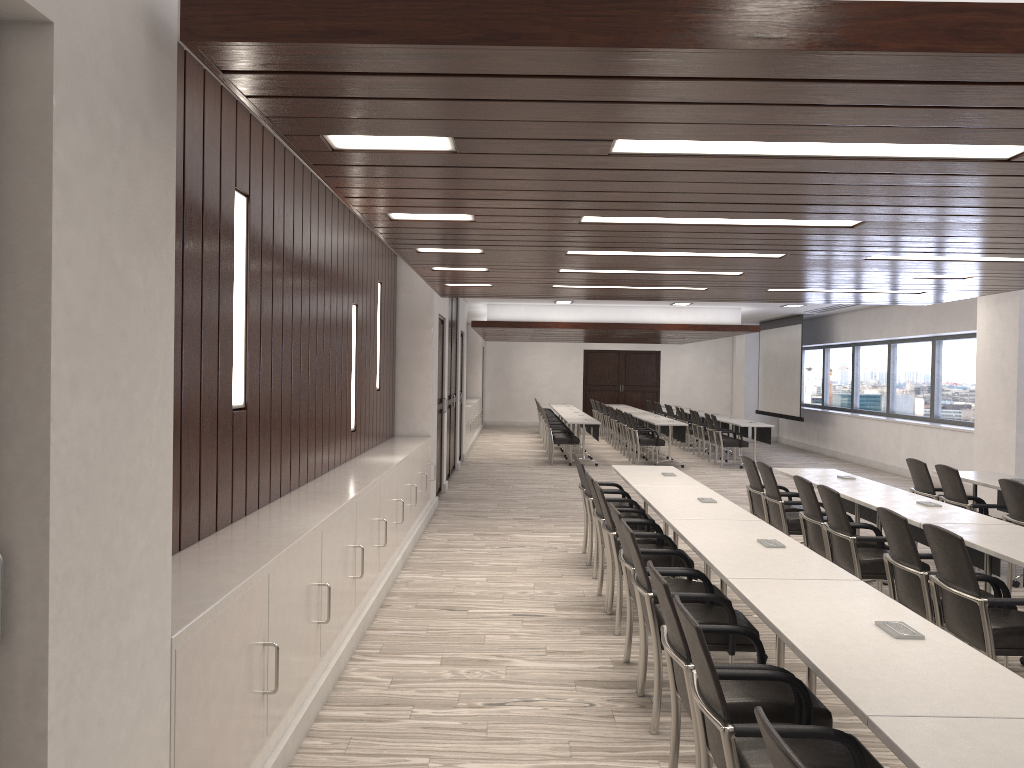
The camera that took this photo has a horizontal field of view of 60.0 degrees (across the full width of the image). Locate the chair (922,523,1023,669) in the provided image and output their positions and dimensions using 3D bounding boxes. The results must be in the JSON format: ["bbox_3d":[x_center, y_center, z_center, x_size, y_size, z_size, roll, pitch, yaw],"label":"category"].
[{"bbox_3d":[2.359,1.160,4.298,0.638,0.939,0.513,1,1,-1],"label":"chair"}]

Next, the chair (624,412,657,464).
[{"bbox_3d":[2.395,0.985,16.451,0.638,0.939,0.513,1,1,-1],"label":"chair"}]

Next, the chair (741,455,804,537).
[{"bbox_3d":[2.368,1.109,7.868,0.638,0.939,0.513,1,1,-1],"label":"chair"}]

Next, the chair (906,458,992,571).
[{"bbox_3d":[3.856,1.133,7.857,0.638,0.939,0.513,1,1,0],"label":"chair"}]

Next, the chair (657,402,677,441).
[{"bbox_3d":[3.918,0.930,21.997,0.638,0.939,0.513,1,1,0],"label":"chair"}]

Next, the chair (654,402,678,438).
[{"bbox_3d":[3.922,0.922,22.529,0.638,0.939,0.513,1,1,0],"label":"chair"}]

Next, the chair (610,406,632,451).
[{"bbox_3d":[2.412,0.949,18.962,0.638,0.939,0.513,1,1,0],"label":"chair"}]

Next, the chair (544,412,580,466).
[{"bbox_3d":[0.892,0.968,15.924,0.638,0.939,0.513,1,1,1],"label":"chair"}]

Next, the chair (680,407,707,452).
[{"bbox_3d":[3.904,0.973,18.953,0.638,0.939,0.513,1,1,1],"label":"chair"}]

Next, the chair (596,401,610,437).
[{"bbox_3d":[2.437,0.898,22.530,0.638,0.939,0.513,1,1,1],"label":"chair"}]

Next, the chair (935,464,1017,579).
[{"bbox_3d":[3.869,1.141,7.335,0.638,0.939,0.513,1,1,0],"label":"chair"}]

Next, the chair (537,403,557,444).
[{"bbox_3d":[0.894,0.902,20.487,0.638,0.939,0.513,1,1,1],"label":"chair"}]

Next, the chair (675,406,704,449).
[{"bbox_3d":[3.908,0.966,19.478,0.638,0.939,0.513,1,1,1],"label":"chair"}]

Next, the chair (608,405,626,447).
[{"bbox_3d":[2.411,0.941,19.479,0.638,0.939,0.513,1,1,1],"label":"chair"}]

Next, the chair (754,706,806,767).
[{"bbox_3d":[0.827,1.171,1.795,0.638,0.939,0.513,1,1,0],"label":"chair"}]

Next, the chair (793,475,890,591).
[{"bbox_3d":[2.353,1.130,6.338,0.638,0.939,0.513,1,1,0],"label":"chair"}]

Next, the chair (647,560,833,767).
[{"bbox_3d":[0.821,1.149,3.311,0.638,0.939,0.513,1,1,0],"label":"chair"}]

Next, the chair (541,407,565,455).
[{"bbox_3d":[0.895,0.938,17.982,0.638,0.939,0.513,1,1,1],"label":"chair"}]

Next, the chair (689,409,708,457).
[{"bbox_3d":[3.916,0.988,17.962,0.638,0.939,0.513,1,1,-1],"label":"chair"}]

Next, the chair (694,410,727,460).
[{"bbox_3d":[3.896,0.995,17.440,0.638,0.939,0.513,1,1,1],"label":"chair"}]

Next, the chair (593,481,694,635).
[{"bbox_3d":[0.847,1.113,5.823,0.638,0.939,0.513,1,1,0],"label":"chair"}]

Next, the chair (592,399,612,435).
[{"bbox_3d":[2.445,0.883,23.530,0.638,0.939,0.513,1,1,1],"label":"chair"}]

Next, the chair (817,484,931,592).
[{"bbox_3d":[2.348,1.138,5.815,0.638,0.939,0.513,1,1,0],"label":"chair"}]

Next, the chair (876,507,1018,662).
[{"bbox_3d":[2.343,1.152,4.828,0.638,0.939,0.513,1,1,1],"label":"chair"}]

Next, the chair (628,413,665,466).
[{"bbox_3d":[2.405,0.993,15.918,0.638,0.939,0.513,1,1,0],"label":"chair"}]

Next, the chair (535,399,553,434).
[{"bbox_3d":[0.920,0.858,23.530,0.638,0.939,0.513,1,1,0],"label":"chair"}]

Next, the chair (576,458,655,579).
[{"bbox_3d":[0.844,1.091,7.345,0.638,0.939,0.513,1,1,-1],"label":"chair"}]

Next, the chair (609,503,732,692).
[{"bbox_3d":[0.841,1.127,4.828,0.638,0.939,0.513,1,1,-1],"label":"chair"}]

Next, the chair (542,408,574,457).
[{"bbox_3d":[0.892,0.946,17.449,0.638,0.939,0.513,1,1,0],"label":"chair"}]

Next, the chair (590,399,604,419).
[{"bbox_3d":[2.431,0.876,24.048,0.638,0.939,0.513,1,1,-1],"label":"chair"}]

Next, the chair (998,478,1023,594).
[{"bbox_3d":[3.860,1.155,6.340,0.638,0.939,0.513,1,1,1],"label":"chair"}]

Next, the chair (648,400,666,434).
[{"bbox_3d":[3.924,0.908,23.519,0.638,0.939,0.513,1,1,1],"label":"chair"}]

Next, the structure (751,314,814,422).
[{"bbox_3d":[5.987,-0.415,19.916,0.438,2.329,3.550,1,1,0],"label":"structure"}]

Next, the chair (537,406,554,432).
[{"bbox_3d":[0.907,0.872,22.536,0.638,0.939,0.513,1,1,1],"label":"chair"}]

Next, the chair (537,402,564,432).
[{"bbox_3d":[0.913,0.895,21.012,0.638,0.939,0.513,1,1,-1],"label":"chair"}]

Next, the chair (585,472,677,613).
[{"bbox_3d":[0.834,1.105,6.343,0.638,0.939,0.513,1,1,-1],"label":"chair"}]

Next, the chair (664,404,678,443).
[{"bbox_3d":[3.931,0.944,20.998,0.638,0.939,0.513,1,1,-1],"label":"chair"}]

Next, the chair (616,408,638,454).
[{"bbox_3d":[2.417,0.963,17.961,0.638,0.939,0.513,1,1,0],"label":"chair"}]

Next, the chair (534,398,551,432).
[{"bbox_3d":[0.919,0.851,24.054,0.638,0.939,0.513,1,1,1],"label":"chair"}]

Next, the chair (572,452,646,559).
[{"bbox_3d":[0.846,1.083,7.874,0.638,0.939,0.513,1,1,0],"label":"chair"}]

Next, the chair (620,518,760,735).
[{"bbox_3d":[0.839,1.135,4.297,0.638,0.939,0.513,1,1,1],"label":"chair"}]

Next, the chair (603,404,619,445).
[{"bbox_3d":[2.415,0.927,20.487,0.638,0.939,0.513,1,1,0],"label":"chair"}]

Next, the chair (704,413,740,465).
[{"bbox_3d":[3.893,1.010,16.438,0.638,0.939,0.513,1,1,0],"label":"chair"}]

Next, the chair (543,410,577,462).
[{"bbox_3d":[0.886,0.960,16.446,0.638,0.939,0.513,1,1,0],"label":"chair"}]

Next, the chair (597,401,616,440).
[{"bbox_3d":[2.427,0.905,22.011,0.638,0.939,0.513,1,1,0],"label":"chair"}]

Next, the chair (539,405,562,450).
[{"bbox_3d":[0.890,0.924,18.960,0.638,0.939,0.513,1,1,1],"label":"chair"}]

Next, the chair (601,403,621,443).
[{"bbox_3d":[2.427,0.919,21.011,0.638,0.939,0.513,1,1,0],"label":"chair"}]

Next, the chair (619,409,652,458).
[{"bbox_3d":[2.414,0.971,17.441,0.638,0.939,0.513,1,1,-1],"label":"chair"}]

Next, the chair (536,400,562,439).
[{"bbox_3d":[0.906,0.880,22.010,0.638,0.939,0.513,1,1,-1],"label":"chair"}]

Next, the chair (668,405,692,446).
[{"bbox_3d":[3.922,0.952,20.472,0.638,0.939,0.513,1,1,0],"label":"chair"}]

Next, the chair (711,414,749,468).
[{"bbox_3d":[3.890,1.017,15.915,0.638,0.939,0.513,1,1,1],"label":"chair"}]

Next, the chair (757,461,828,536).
[{"bbox_3d":[2.363,1.116,7.340,0.638,0.939,0.513,1,1,0],"label":"chair"}]

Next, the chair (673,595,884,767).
[{"bbox_3d":[0.826,1.157,2.776,0.638,0.939,0.513,1,1,0],"label":"chair"}]

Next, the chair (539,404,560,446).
[{"bbox_3d":[0.899,0.916,19.479,0.638,0.939,0.513,1,1,0],"label":"chair"}]

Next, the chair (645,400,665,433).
[{"bbox_3d":[3.934,0.900,24.040,0.638,0.939,0.513,1,1,0],"label":"chair"}]
